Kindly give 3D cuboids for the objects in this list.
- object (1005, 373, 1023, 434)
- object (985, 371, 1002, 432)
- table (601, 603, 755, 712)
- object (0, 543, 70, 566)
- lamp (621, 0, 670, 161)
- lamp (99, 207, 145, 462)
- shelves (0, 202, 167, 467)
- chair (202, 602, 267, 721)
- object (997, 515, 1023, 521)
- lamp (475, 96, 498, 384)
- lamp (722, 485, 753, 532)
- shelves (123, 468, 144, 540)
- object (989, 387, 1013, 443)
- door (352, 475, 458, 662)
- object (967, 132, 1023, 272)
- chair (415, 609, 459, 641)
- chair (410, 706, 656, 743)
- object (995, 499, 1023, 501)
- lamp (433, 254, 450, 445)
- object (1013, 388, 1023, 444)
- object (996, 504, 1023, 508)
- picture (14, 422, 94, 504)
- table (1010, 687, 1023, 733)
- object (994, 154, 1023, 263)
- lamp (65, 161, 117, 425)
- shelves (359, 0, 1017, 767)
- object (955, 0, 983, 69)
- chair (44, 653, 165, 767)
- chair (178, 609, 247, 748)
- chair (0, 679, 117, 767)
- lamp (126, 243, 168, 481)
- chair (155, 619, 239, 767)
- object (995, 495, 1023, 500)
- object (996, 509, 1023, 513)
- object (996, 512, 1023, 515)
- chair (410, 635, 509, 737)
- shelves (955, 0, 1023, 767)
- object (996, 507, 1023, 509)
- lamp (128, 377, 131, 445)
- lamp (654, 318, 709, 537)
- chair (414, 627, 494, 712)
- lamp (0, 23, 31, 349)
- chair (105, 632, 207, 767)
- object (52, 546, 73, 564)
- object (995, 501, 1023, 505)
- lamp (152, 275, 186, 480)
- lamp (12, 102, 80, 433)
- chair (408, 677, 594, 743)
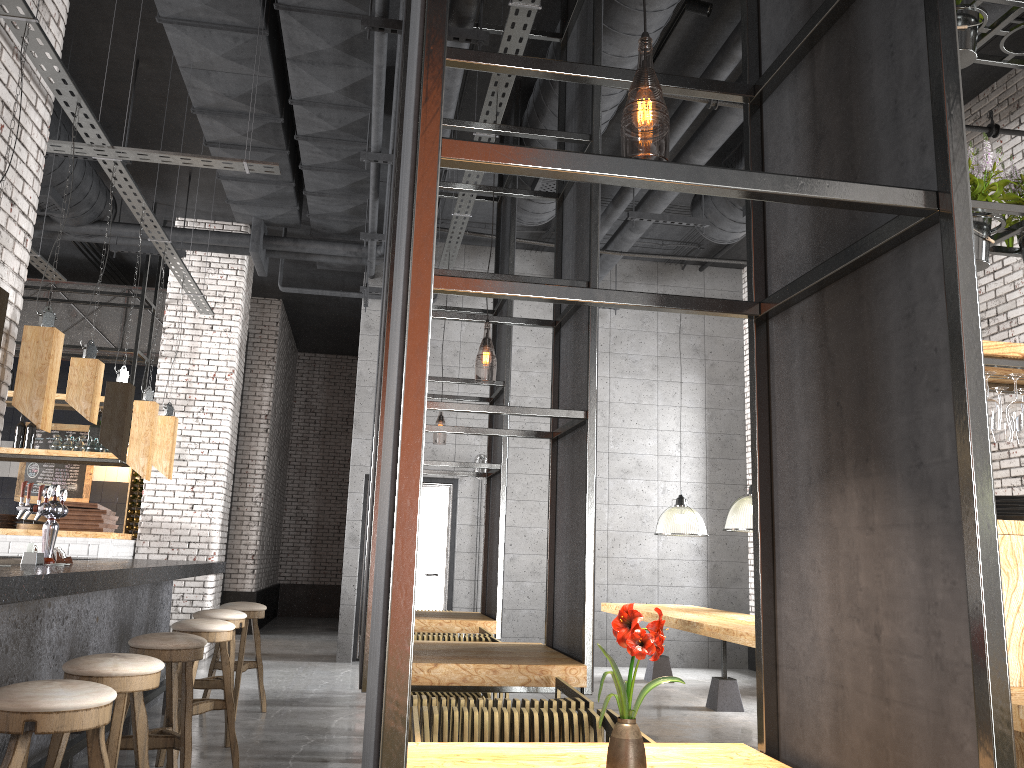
[{"bbox_3d":[2.326,0.091,4.083,0.101,0.268,0.100,-4,-14,27],"label":"object"},{"bbox_3d":[2.181,0.081,4.060,0.101,0.268,0.100,-4,-14,27],"label":"object"},{"bbox_3d":[1.791,2.398,7.615,1.000,0.766,4.119,4,-11,-9],"label":"table"},{"bbox_3d":[-2.292,0.802,4.179,0.200,0.106,0.763,4,-11,-9],"label":"object"},{"bbox_3d":[0.320,-1.265,2.119,0.108,1.606,0.108,11,-15,-36],"label":"lamp"},{"bbox_3d":[-2.263,-0.320,5.229,0.127,1.553,0.127,4,-12,-9],"label":"lamp"},{"bbox_3d":[-6.922,-0.798,9.586,5.675,3.079,0.595,4,-12,-9],"label":"shelves"},{"bbox_3d":[-1.980,2.036,6.590,0.438,0.809,0.479,12,-15,-39],"label":"chair"},{"bbox_3d":[2.308,0.634,4.104,0.305,0.035,0.305,-4,-13,28],"label":"object"},{"bbox_3d":[-0.107,-0.793,4.595,0.108,1.606,0.108,-7,-15,37],"label":"lamp"},{"bbox_3d":[2.013,0.007,7.398,0.536,2.416,0.534,-4,-14,26],"label":"lamp"},{"bbox_3d":[-4.914,1.853,12.406,0.889,2.157,0.250,4,-12,-9],"label":"shelves"},{"bbox_3d":[2.416,0.152,4.381,0.101,0.268,0.100,-4,-14,27],"label":"object"},{"bbox_3d":[-1.233,2.132,10.288,1.119,2.112,0.158,4,-12,-9],"label":"door"},{"bbox_3d":[2.257,-0.849,4.464,0.467,0.561,0.415,5,-12,-14],"label":"object"},{"bbox_3d":[-0.816,2.293,7.456,0.657,0.733,0.636,4,-12,-10],"label":"chair"},{"bbox_3d":[0.031,1.344,2.480,0.657,0.733,0.636,3,-12,-6],"label":"chair"},{"bbox_3d":[2.310,0.560,4.122,0.305,0.049,0.304,-1,-12,16],"label":"object"},{"bbox_3d":[-0.542,-0.312,7.119,0.108,1.606,0.108,-3,-13,22],"label":"lamp"},{"bbox_3d":[2.546,0.161,4.401,0.101,0.268,0.100,-4,-14,27],"label":"object"},{"bbox_3d":[2.310,0.585,4.115,0.305,0.042,0.305,-7,-14,37],"label":"object"},{"bbox_3d":[-6.424,1.130,12.523,0.980,1.147,0.020,4,-12,-9],"label":"picture"},{"bbox_3d":[2.792,1.549,3.117,2.115,0.766,0.996,4,-12,-9],"label":"table"},{"bbox_3d":[2.729,-0.817,4.545,0.416,0.561,0.466,-7,-15,36],"label":"object"},{"bbox_3d":[-2.152,-0.502,4.615,0.127,1.426,0.127,4,-12,-9],"label":"lamp"},{"bbox_3d":[-0.134,-0.756,4.611,1.003,4.385,6.123,4,-12,-9],"label":"shelves"},{"bbox_3d":[2.310,-1.951,4.673,0.467,0.561,0.415,-7,-15,38],"label":"object"},{"bbox_3d":[-1.445,1.365,3.079,0.480,0.809,0.437,6,-13,-20],"label":"chair"},{"bbox_3d":[-1.967,1.863,5.708,0.439,0.809,0.478,4,-12,-10],"label":"chair"},{"bbox_3d":[-1.339,1.253,2.493,0.480,0.809,0.438,10,-15,-34],"label":"chair"},{"bbox_3d":[-2.372,-0.171,5.851,0.127,1.613,0.127,4,-12,-9],"label":"lamp"},{"bbox_3d":[-1.679,1.707,4.862,0.438,0.809,0.479,6,-13,-20],"label":"chair"},{"bbox_3d":[2.311,0.546,4.125,0.305,0.040,0.305,7,-12,-26],"label":"object"},{"bbox_3d":[2.308,0.608,4.109,0.306,0.044,0.304,4,-11,-8],"label":"object"},{"bbox_3d":[2.308,0.623,4.106,0.306,0.041,0.304,0,-11,8],"label":"object"},{"bbox_3d":[-0.394,1.826,5.006,0.657,0.733,0.636,4,-12,-10],"label":"chair"},{"bbox_3d":[2.479,-0.391,4.389,2.332,5.040,0.687,4,-12,-9],"label":"shelves"},{"bbox_3d":[2.307,0.600,4.112,0.305,0.047,0.305,-7,-14,38],"label":"object"},{"bbox_3d":[-5.470,0.366,12.513,0.390,0.941,0.389,3,-12,-7],"label":"lamp"},{"bbox_3d":[1.725,0.324,9.062,0.536,2.416,0.535,-6,-14,32],"label":"lamp"},{"bbox_3d":[-0.498,1.964,5.727,0.657,0.733,0.636,4,-12,-8],"label":"chair"},{"bbox_3d":[-1.936,-0.753,3.362,0.127,1.401,0.127,4,-12,-9],"label":"lamp"},{"bbox_3d":[-1.558,1.531,3.945,0.438,0.809,0.479,-8,-15,39],"label":"chair"},{"bbox_3d":[-2.515,0.956,4.962,0.091,0.091,0.177,10,-14,-33],"label":"object"},{"bbox_3d":[2.310,0.571,4.118,0.306,0.038,0.304,4,-11,-8],"label":"object"},{"bbox_3d":[-2.479,-0.081,6.485,0.127,1.553,0.127,4,-12,-9],"label":"lamp"},{"bbox_3d":[-2.047,-0.559,3.974,0.127,1.553,0.127,4,-12,-9],"label":"lamp"},{"bbox_3d":[-0.097,1.486,3.226,0.657,0.733,0.636,3,-12,-7],"label":"chair"}]
